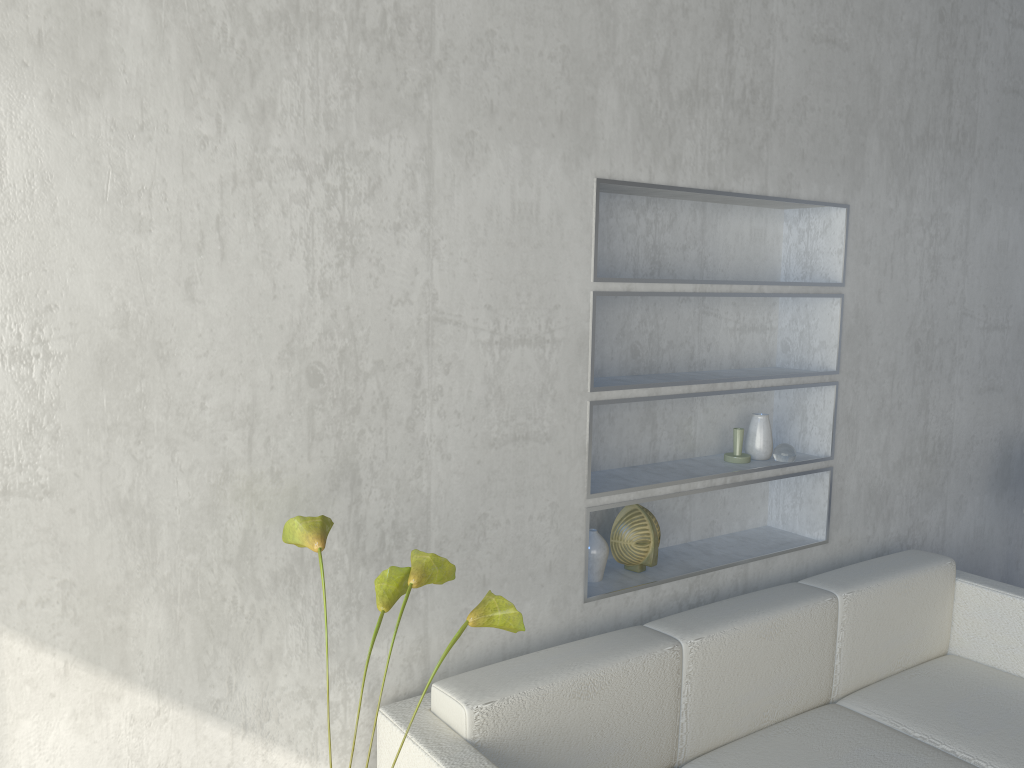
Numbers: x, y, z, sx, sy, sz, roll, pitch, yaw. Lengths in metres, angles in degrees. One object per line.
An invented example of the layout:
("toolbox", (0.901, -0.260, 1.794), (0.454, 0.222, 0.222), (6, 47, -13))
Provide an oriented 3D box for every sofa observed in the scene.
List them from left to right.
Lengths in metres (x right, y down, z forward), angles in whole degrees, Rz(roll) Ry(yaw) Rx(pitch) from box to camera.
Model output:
("sofa", (0.728, 0.900, 2.004), (1.881, 0.658, 0.821), (-4, 8, -35))

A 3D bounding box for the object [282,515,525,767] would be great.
("object", (-0.178, 0.757, 1.409), (0.400, 1.051, 0.387), (0, 7, -7))

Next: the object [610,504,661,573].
("object", (0.341, 0.402, 2.315), (0.163, 0.179, 0.088), (-6, 9, -45))

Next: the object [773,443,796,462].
("object", (0.786, 0.196, 2.555), (0.064, 0.050, 0.064), (-3, 8, -29))

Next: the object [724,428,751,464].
("object", (0.644, 0.174, 2.529), (0.074, 0.094, 0.074), (3, 7, 19))

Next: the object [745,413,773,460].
("object", (0.717, 0.152, 2.570), (0.079, 0.130, 0.079), (-4, 8, -37))

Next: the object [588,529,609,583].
("object", (0.203, 0.433, 2.255), (0.086, 0.128, 0.086), (-2, 7, -24))
